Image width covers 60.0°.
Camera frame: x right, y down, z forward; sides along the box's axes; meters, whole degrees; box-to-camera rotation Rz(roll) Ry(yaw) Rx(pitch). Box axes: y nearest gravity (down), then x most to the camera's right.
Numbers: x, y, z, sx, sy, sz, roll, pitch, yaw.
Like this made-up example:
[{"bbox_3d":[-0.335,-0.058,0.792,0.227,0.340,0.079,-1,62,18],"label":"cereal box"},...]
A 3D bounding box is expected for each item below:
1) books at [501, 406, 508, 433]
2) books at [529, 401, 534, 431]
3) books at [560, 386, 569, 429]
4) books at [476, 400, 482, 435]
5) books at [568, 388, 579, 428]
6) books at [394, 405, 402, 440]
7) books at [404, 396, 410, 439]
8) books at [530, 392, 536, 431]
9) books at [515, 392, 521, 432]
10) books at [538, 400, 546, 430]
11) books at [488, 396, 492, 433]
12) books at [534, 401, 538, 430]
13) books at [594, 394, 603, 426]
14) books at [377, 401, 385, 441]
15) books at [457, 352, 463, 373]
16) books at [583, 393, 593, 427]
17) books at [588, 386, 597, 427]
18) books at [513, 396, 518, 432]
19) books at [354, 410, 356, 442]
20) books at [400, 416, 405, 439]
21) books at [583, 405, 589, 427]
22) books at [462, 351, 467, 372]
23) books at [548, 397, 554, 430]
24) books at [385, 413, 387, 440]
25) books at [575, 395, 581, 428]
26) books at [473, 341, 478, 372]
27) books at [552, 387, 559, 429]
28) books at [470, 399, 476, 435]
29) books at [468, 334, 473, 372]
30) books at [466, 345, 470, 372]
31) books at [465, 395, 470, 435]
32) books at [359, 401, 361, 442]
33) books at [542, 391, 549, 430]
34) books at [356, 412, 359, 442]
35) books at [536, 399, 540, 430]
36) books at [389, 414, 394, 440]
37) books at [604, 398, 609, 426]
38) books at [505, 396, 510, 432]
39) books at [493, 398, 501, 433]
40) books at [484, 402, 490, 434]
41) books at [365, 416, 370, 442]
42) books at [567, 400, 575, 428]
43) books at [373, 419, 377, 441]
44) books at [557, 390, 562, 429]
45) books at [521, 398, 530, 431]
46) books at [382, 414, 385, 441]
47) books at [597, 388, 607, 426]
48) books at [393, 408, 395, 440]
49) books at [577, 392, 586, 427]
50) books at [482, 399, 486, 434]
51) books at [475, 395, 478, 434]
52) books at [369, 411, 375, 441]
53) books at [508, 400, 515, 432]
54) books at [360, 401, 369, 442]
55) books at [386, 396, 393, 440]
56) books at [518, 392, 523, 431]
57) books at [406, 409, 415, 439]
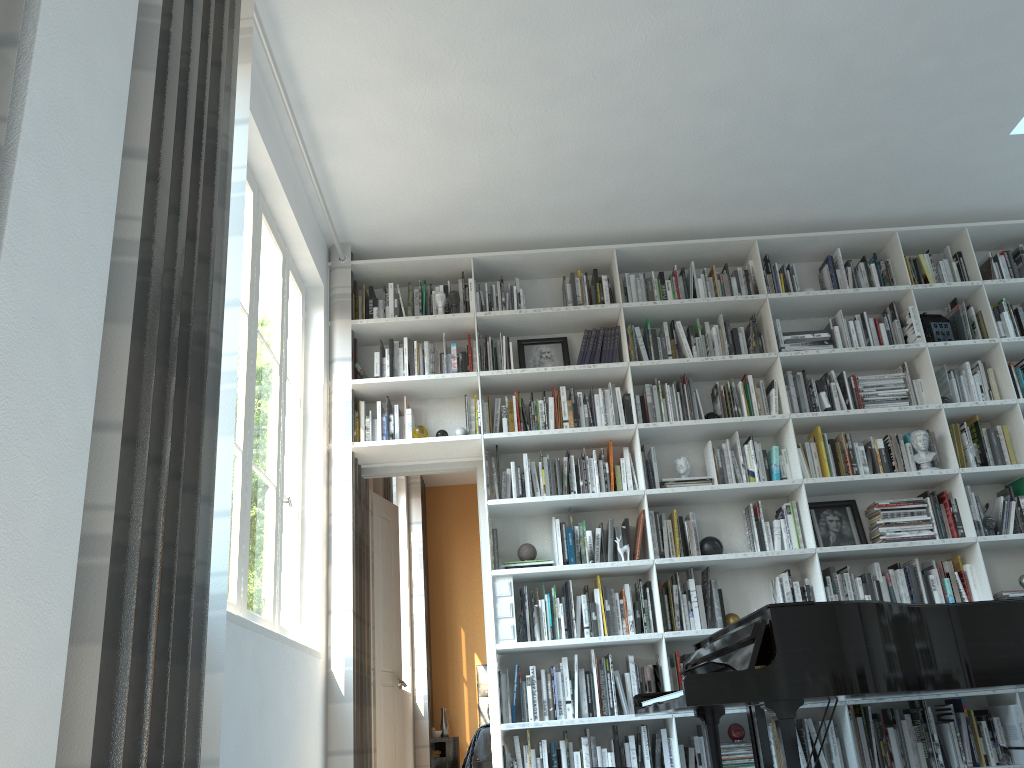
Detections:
[{"bbox_3d":[-0.039,0.244,5.013,0.026,0.194,0.176,-4,-22,-1],"label":"books"},{"bbox_3d":[0.110,0.228,5.046,0.012,0.229,0.150,-4,-21,-1],"label":"books"},{"bbox_3d":[0.296,0.180,5.034,0.030,0.284,0.186,-4,-21,-1],"label":"books"},{"bbox_3d":[-0.180,0.233,4.999,0.021,0.223,0.232,-4,-22,-1],"label":"books"},{"bbox_3d":[0.352,0.185,5.057,0.025,0.285,0.162,-4,-21,-1],"label":"books"},{"bbox_3d":[-0.638,0.261,5.000,0.021,0.236,0.189,-4,-22,-1],"label":"books"},{"bbox_3d":[-0.594,0.237,5.031,0.013,0.297,0.179,-4,-21,-1],"label":"books"},{"bbox_3d":[0.121,0.204,5.051,0.012,0.276,0.151,-4,-21,-1],"label":"books"},{"bbox_3d":[0.035,0.205,5.043,0.020,0.279,0.165,-4,-21,-1],"label":"books"},{"bbox_3d":[0.170,0.224,5.030,0.031,0.216,0.173,-4,-22,-1],"label":"books"},{"bbox_3d":[-0.122,0.221,5.030,0.012,0.262,0.181,-4,-21,-1],"label":"books"},{"bbox_3d":[0.136,0.226,5.029,0.014,0.217,0.165,-4,-21,-1],"label":"books"},{"bbox_3d":[0.484,0.196,5.035,0.030,0.230,0.173,-4,-21,-1],"label":"books"},{"bbox_3d":[-0.743,0.256,5.030,0.022,0.280,0.157,-4,-21,-1],"label":"books"},{"bbox_3d":[-0.298,-0.069,5.168,0.029,0.195,0.147,-4,-21,-1],"label":"books"},{"bbox_3d":[0.439,0.193,5.061,0.035,0.259,0.131,-4,-21,-1],"label":"books"},{"bbox_3d":[0.461,0.176,5.048,0.012,0.279,0.189,-4,-21,-1],"label":"books"},{"bbox_3d":[0.020,0.218,5.034,0.014,0.251,0.188,-4,-21,-1],"label":"books"},{"bbox_3d":[-0.875,0.286,5.009,0.013,0.227,0.179,-4,-21,-1],"label":"books"},{"bbox_3d":[-0.611,0.295,5.030,0.029,0.190,0.135,-4,-21,-1],"label":"books"},{"bbox_3d":[0.420,0.228,5.042,0.022,0.185,0.137,-4,-21,-1],"label":"books"},{"bbox_3d":[-0.271,-0.073,5.154,0.026,0.187,0.155,-4,-22,-1],"label":"books"},{"bbox_3d":[0.222,0.214,5.043,0.047,0.237,0.163,-4,-21,-1],"label":"books"},{"bbox_3d":[-0.700,0.287,5.013,0.011,0.205,0.164,-4,-21,-1],"label":"books"},{"bbox_3d":[0.373,0.204,5.038,0.013,0.231,0.172,-4,-21,-1],"label":"books"},{"bbox_3d":[-0.214,-0.107,5.186,0.037,0.267,0.113,-4,-21,-1],"label":"books"},{"bbox_3d":[0.250,0.183,5.059,0.014,0.302,0.152,-4,-21,-1],"label":"books"},{"bbox_3d":[-0.224,0.235,5.054,0.044,0.268,0.134,-4,-21,-1],"label":"books"},{"bbox_3d":[-0.241,-0.123,5.175,0.014,0.293,0.173,-4,-21,-1],"label":"books"},{"bbox_3d":[-0.253,-0.091,5.176,0.014,0.235,0.144,-4,-21,-1],"label":"books"},{"bbox_3d":[-0.252,0.221,5.036,0.012,0.284,0.160,-4,-21,-1],"label":"books"},{"bbox_3d":[-0.851,0.259,5.045,0.013,0.301,0.135,-4,-21,-1],"label":"books"},{"bbox_3d":[0.190,0.199,5.045,0.014,0.271,0.181,-4,-21,-1],"label":"books"},{"bbox_3d":[-0.862,0.289,5.009,0.013,0.221,0.163,-4,-21,-1],"label":"books"},{"bbox_3d":[0.149,0.222,5.038,0.011,0.228,0.171,-4,-21,-1],"label":"books"},{"bbox_3d":[-0.669,0.290,5.008,0.024,0.192,0.181,-4,-22,-1],"label":"books"},{"bbox_3d":[0.529,0.209,5.043,0.013,0.205,0.173,-4,-22,-1],"label":"books"},{"bbox_3d":[-0.023,0.218,5.040,0.010,0.261,0.151,-4,-21,-1],"label":"books"},{"bbox_3d":[-0.085,0.227,5.045,0.062,0.257,0.153,-4,-21,-1],"label":"books"},{"bbox_3d":[-0.138,0.240,5.033,0.022,0.231,0.152,-4,-21,-1],"label":"books"},{"bbox_3d":[-0.804,0.300,5.013,0.029,0.196,0.161,-4,-22,-1],"label":"books"},{"bbox_3d":[0.328,0.218,5.015,0.029,0.194,0.192,-4,-22,-1],"label":"books"},{"bbox_3d":[-0.765,0.309,5.027,0.029,0.184,0.135,-4,-21,-1],"label":"books"},{"bbox_3d":[0.270,0.190,5.036,0.023,0.270,0.187,-4,-21,-1],"label":"books"},{"bbox_3d":[0.080,0.219,5.044,0.047,0.248,0.134,-4,-21,-1],"label":"books"},{"bbox_3d":[-0.718,0.292,5.034,0.023,0.213,0.141,-4,-21,-1],"label":"books"},{"bbox_3d":[0.509,0.179,5.041,0.022,0.262,0.175,-4,-21,-1],"label":"books"},{"bbox_3d":[-0.654,0.272,5.022,0.010,0.233,0.166,-4,-21,-1],"label":"books"},{"bbox_3d":[0.393,0.195,5.057,0.029,0.259,0.158,-4,-21,-1],"label":"books"},{"bbox_3d":[-0.156,0.234,5.044,0.012,0.253,0.161,-4,-21,-1],"label":"books"},{"bbox_3d":[-0.197,0.219,5.043,0.010,0.285,0.137,-4,-21,-1],"label":"books"},{"bbox_3d":[-0.786,0.284,5.010,0.010,0.219,0.182,-4,-22,-1],"label":"books"},{"bbox_3d":[-0.002,0.230,5.031,0.030,0.229,0.173,-4,-21,-1],"label":"books"},{"bbox_3d":[-0.833,0.259,5.020,0.023,0.280,0.171,-4,-21,-1],"label":"books"},{"bbox_3d":[-0.691,0.238,5.013,0.013,0.296,0.188,-4,-21,-1],"label":"books"},{"bbox_3d":[0.050,0.202,5.033,0.011,0.276,0.165,-4,-21,-1],"label":"books"},{"bbox_3d":[-0.570,0.271,5.003,0.029,0.210,0.188,-4,-22,-1],"label":"books"}]
